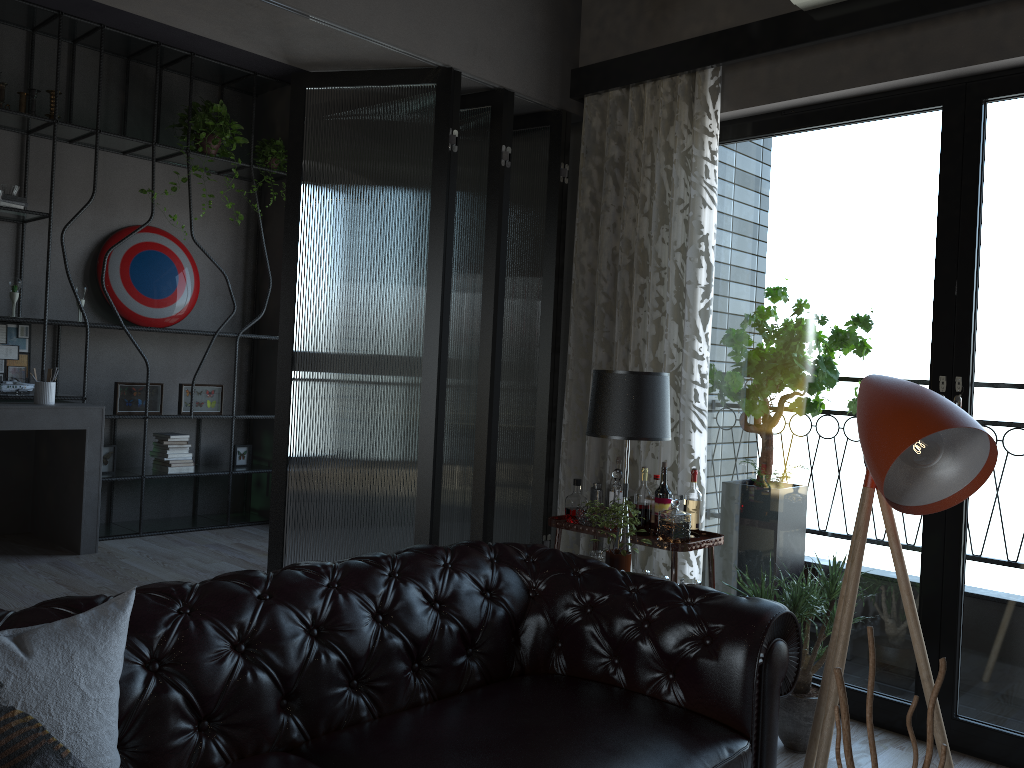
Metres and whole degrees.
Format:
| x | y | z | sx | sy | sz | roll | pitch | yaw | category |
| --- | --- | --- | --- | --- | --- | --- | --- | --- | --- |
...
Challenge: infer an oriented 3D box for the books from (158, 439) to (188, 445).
| x | y | z | sx | sy | sz | roll | pitch | yaw | category |
| --- | --- | --- | --- | --- | --- | --- | --- | --- | --- |
| -2.369 | 0.401 | 6.191 | 0.162 | 0.023 | 0.231 | 2 | 1 | -31 | books |

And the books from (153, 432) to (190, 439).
| x | y | z | sx | sy | sz | roll | pitch | yaw | category |
| --- | --- | --- | --- | --- | --- | --- | --- | --- | --- |
| -2.379 | 0.358 | 6.190 | 0.201 | 0.024 | 0.159 | 3 | 1 | 34 | books |

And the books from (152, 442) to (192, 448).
| x | y | z | sx | sy | sz | roll | pitch | yaw | category |
| --- | --- | --- | --- | --- | --- | --- | --- | --- | --- |
| -2.376 | 0.422 | 6.196 | 0.244 | 0.019 | 0.174 | 3 | 1 | 44 | books |

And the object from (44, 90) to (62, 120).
| x | y | z | sx | sy | sz | roll | pitch | yaw | category |
| --- | --- | --- | --- | --- | --- | --- | --- | --- | --- |
| -2.873 | -1.734 | 5.552 | 0.130 | 0.232 | 0.130 | 3 | 0 | 21 | object |

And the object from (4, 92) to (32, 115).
| x | y | z | sx | sy | sz | roll | pitch | yaw | category |
| --- | --- | --- | --- | --- | --- | --- | --- | --- | --- |
| -2.988 | -1.697 | 5.412 | 0.189 | 0.152 | 0.189 | 3 | 0 | -24 | object |

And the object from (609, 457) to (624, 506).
| x | y | z | sx | sy | sz | roll | pitch | yaw | category |
| --- | --- | --- | --- | --- | --- | --- | --- | --- | --- |
| 0.504 | 0.509 | 4.240 | 0.073 | 0.320 | 0.073 | 3 | 0 | 34 | object |

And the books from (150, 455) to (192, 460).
| x | y | z | sx | sy | sz | roll | pitch | yaw | category |
| --- | --- | --- | --- | --- | --- | --- | --- | --- | --- |
| -2.383 | 0.509 | 6.195 | 0.192 | 0.014 | 0.255 | 2 | 1 | -43 | books |

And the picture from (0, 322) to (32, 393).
| x | y | z | sx | sy | sz | roll | pitch | yaw | category |
| --- | --- | --- | --- | --- | --- | --- | --- | --- | --- |
| -3.345 | -0.174 | 5.501 | 0.051 | 0.447 | 0.665 | 3 | 0 | 44 | picture |

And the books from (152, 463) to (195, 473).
| x | y | z | sx | sy | sz | roll | pitch | yaw | category |
| --- | --- | --- | --- | --- | --- | --- | --- | --- | --- |
| -2.368 | 0.585 | 6.197 | 0.248 | 0.043 | 0.192 | 3 | 1 | 44 | books |

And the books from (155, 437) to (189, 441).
| x | y | z | sx | sy | sz | roll | pitch | yaw | category |
| --- | --- | --- | --- | --- | --- | --- | --- | --- | --- |
| -2.378 | 0.380 | 6.200 | 0.205 | 0.020 | 0.155 | 3 | 1 | 44 | books |

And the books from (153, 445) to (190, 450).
| x | y | z | sx | sy | sz | roll | pitch | yaw | category |
| --- | --- | --- | --- | --- | --- | --- | --- | --- | --- |
| -2.380 | 0.442 | 6.200 | 0.205 | 0.022 | 0.155 | 3 | 1 | 39 | books |

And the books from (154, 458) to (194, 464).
| x | y | z | sx | sy | sz | roll | pitch | yaw | category |
| --- | --- | --- | --- | --- | --- | --- | --- | --- | --- |
| -2.366 | 0.529 | 6.200 | 0.249 | 0.023 | 0.175 | 3 | 1 | 44 | books |

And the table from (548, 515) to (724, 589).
| x | y | z | sx | sy | sz | roll | pitch | yaw | category |
| --- | --- | --- | --- | --- | --- | --- | --- | --- | --- |
| 0.547 | 1.016 | 4.050 | 0.803 | 0.732 | 0.438 | 3 | 0 | 40 | table |

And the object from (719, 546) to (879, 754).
| x | y | z | sx | sy | sz | roll | pitch | yaw | category |
| --- | --- | --- | --- | --- | --- | --- | --- | --- | --- |
| 1.084 | 1.001 | 3.462 | 0.577 | 0.825 | 0.621 | 3 | 0 | -7 | object |

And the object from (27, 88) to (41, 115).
| x | y | z | sx | sy | sz | roll | pitch | yaw | category |
| --- | --- | --- | --- | --- | --- | --- | --- | --- | --- |
| -3.001 | -1.740 | 5.560 | 0.084 | 0.233 | 0.084 | 3 | 0 | 25 | object |

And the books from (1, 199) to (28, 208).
| x | y | z | sx | sy | sz | roll | pitch | yaw | category |
| --- | --- | --- | --- | --- | --- | --- | --- | --- | --- |
| -3.167 | -1.125 | 5.503 | 0.175 | 0.024 | 0.243 | 3 | 1 | 40 | books |

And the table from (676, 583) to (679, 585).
| x | y | z | sx | sy | sz | roll | pitch | yaw | category |
| --- | --- | --- | --- | --- | --- | --- | --- | --- | --- |
| 0.410 | 1.078 | 3.455 | 0.417 | 0.609 | 0.405 | 3 | 0 | 44 | table |

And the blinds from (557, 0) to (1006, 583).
| x | y | z | sx | sy | sz | roll | pitch | yaw | category |
| --- | --- | --- | --- | --- | --- | --- | --- | --- | --- |
| 1.529 | -0.076 | 3.514 | 3.411 | 2.974 | 0.200 | 3 | 0 | 44 | blinds |

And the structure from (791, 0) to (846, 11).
| x | y | z | sx | sy | sz | roll | pitch | yaw | category |
| --- | --- | --- | --- | --- | --- | --- | --- | --- | --- |
| 1.596 | -1.724 | 3.278 | 1.146 | 0.364 | 0.298 | 3 | 1 | 44 | structure |

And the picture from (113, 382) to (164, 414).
| x | y | z | sx | sy | sz | roll | pitch | yaw | category |
| --- | --- | --- | --- | --- | --- | --- | --- | --- | --- |
| -2.492 | 0.097 | 5.921 | 0.049 | 0.212 | 0.313 | 3 | 0 | 44 | picture |

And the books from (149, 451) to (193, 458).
| x | y | z | sx | sy | sz | roll | pitch | yaw | category |
| --- | --- | --- | --- | --- | --- | --- | --- | --- | --- |
| -2.382 | 0.488 | 6.194 | 0.245 | 0.028 | 0.193 | 3 | 1 | 39 | books |

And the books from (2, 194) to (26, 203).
| x | y | z | sx | sy | sz | roll | pitch | yaw | category |
| --- | --- | --- | --- | --- | --- | --- | --- | --- | --- |
| -3.167 | -1.152 | 5.492 | 0.179 | 0.029 | 0.225 | 3 | 1 | 36 | books |

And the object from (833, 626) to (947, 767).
| x | y | z | sx | sy | sz | roll | pitch | yaw | category |
| --- | --- | --- | --- | --- | --- | --- | --- | --- | --- |
| 0.571 | 0.666 | 1.356 | 0.185 | 0.583 | 0.156 | 3 | 0 | 44 | object |

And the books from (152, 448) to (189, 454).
| x | y | z | sx | sy | sz | roll | pitch | yaw | category |
| --- | --- | --- | --- | --- | --- | --- | --- | --- | --- |
| -2.387 | 0.463 | 6.197 | 0.224 | 0.021 | 0.158 | 3 | 1 | 44 | books |

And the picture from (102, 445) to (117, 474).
| x | y | z | sx | sy | sz | roll | pitch | yaw | category |
| --- | --- | --- | --- | --- | --- | --- | --- | --- | --- |
| -2.710 | 0.498 | 5.863 | 0.036 | 0.190 | 0.172 | 3 | 0 | 44 | picture |

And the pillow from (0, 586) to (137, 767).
| x | y | z | sx | sy | sz | roll | pitch | yaw | category |
| --- | --- | --- | --- | --- | --- | --- | --- | --- | --- |
| -0.940 | 0.628 | 1.645 | 0.528 | 0.469 | 0.283 | 2 | 0 | -44 | pillow |

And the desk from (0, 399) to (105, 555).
| x | y | z | sx | sy | sz | roll | pitch | yaw | category |
| --- | --- | --- | --- | --- | --- | --- | --- | --- | --- |
| -3.505 | 0.533 | 4.848 | 0.845 | 0.886 | 2.129 | 3 | 1 | 44 | desk |

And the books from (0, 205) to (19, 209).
| x | y | z | sx | sy | sz | roll | pitch | yaw | category |
| --- | --- | --- | --- | --- | --- | --- | --- | --- | --- |
| -3.168 | -1.073 | 5.495 | 0.243 | 0.034 | 0.179 | 3 | 1 | 27 | books |

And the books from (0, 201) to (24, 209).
| x | y | z | sx | sy | sz | roll | pitch | yaw | category |
| --- | --- | --- | --- | --- | --- | --- | --- | --- | --- |
| -3.176 | -1.102 | 5.492 | 0.227 | 0.024 | 0.166 | 3 | 1 | 23 | books |

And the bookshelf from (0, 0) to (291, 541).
| x | y | z | sx | sy | sz | roll | pitch | yaw | category |
| --- | --- | --- | --- | --- | --- | --- | --- | --- | --- |
| -3.378 | -0.656 | 5.173 | 0.526 | 3.283 | 4.481 | 3 | 0 | 44 | bookshelf |

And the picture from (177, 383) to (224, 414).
| x | y | z | sx | sy | sz | roll | pitch | yaw | category |
| --- | --- | --- | --- | --- | --- | --- | --- | --- | --- |
| -2.188 | 0.106 | 6.240 | 0.048 | 0.212 | 0.313 | 3 | 0 | 44 | picture |

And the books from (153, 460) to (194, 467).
| x | y | z | sx | sy | sz | roll | pitch | yaw | category |
| --- | --- | --- | --- | --- | --- | --- | --- | --- | --- |
| -2.368 | 0.552 | 6.199 | 0.249 | 0.023 | 0.175 | 3 | 1 | 39 | books |

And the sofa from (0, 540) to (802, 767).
| x | y | z | sx | sy | sz | roll | pitch | yaw | category |
| --- | --- | --- | --- | --- | --- | --- | --- | --- | --- |
| -0.431 | 0.940 | 2.096 | 1.240 | 0.838 | 2.565 | 3 | 1 | 43 | sofa |

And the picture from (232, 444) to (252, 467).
| x | y | z | sx | sy | sz | roll | pitch | yaw | category |
| --- | --- | --- | --- | --- | --- | --- | --- | --- | --- |
| -2.015 | 0.537 | 6.623 | 0.032 | 0.165 | 0.137 | 3 | 0 | 44 | picture |

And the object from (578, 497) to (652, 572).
| x | y | z | sx | sy | sz | roll | pitch | yaw | category |
| --- | --- | --- | --- | --- | --- | --- | --- | --- | --- |
| 0.382 | 0.599 | 3.342 | 0.270 | 0.363 | 0.297 | 3 | 0 | -1 | object |
